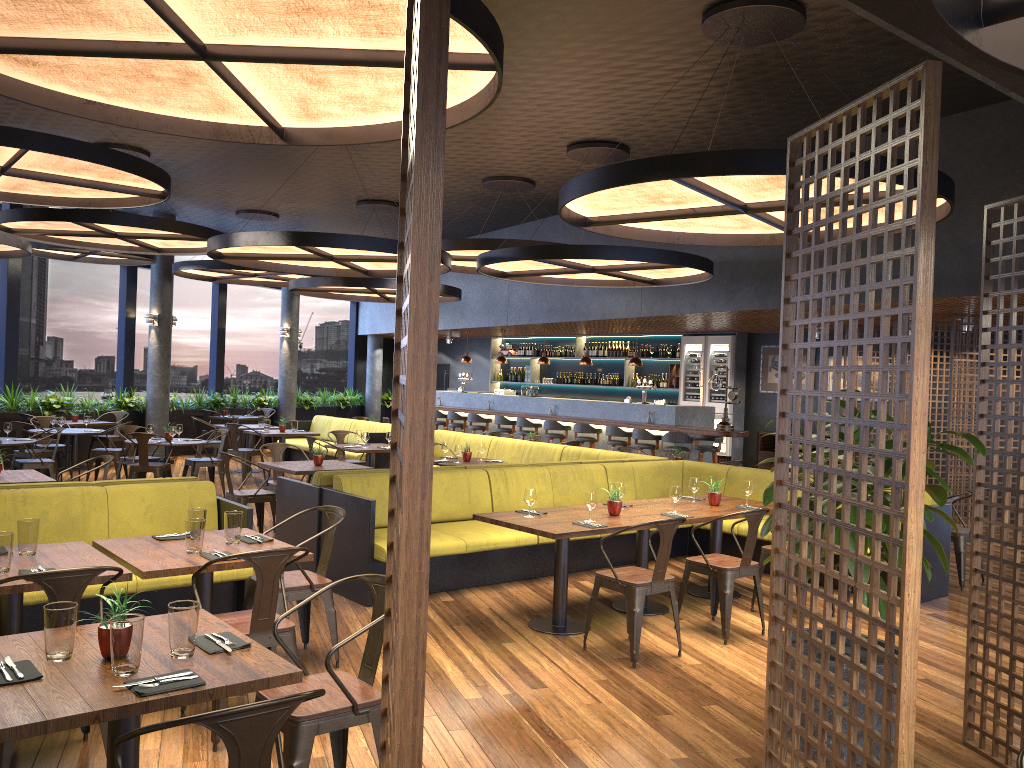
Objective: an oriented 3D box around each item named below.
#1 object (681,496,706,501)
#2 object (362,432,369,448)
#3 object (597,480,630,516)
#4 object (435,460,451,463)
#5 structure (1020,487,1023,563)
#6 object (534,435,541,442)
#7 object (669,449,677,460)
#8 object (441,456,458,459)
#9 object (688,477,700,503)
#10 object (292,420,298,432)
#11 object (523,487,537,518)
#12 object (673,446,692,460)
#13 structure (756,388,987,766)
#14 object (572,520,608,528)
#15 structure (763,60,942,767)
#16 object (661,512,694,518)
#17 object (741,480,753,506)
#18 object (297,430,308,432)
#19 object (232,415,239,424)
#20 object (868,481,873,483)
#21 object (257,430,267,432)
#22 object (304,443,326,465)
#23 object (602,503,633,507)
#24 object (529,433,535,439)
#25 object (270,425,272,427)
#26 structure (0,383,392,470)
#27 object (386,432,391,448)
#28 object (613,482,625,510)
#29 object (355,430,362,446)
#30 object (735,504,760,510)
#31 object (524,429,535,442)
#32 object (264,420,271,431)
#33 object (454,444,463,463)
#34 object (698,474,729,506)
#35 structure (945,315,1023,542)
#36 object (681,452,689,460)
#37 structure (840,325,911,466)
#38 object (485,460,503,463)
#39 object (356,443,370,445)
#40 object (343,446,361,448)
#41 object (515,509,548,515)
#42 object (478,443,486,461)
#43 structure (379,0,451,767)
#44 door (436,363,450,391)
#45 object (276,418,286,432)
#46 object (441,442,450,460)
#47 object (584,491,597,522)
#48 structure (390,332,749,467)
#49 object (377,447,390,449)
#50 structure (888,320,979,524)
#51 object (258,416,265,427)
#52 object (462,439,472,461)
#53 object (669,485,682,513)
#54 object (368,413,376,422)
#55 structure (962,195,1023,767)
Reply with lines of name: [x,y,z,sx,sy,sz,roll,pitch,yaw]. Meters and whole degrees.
object: [1.565,0.987,7.658,0.157,0.019,0.255,2,0,-39]
object: [-1.917,0.734,11.607,0.097,0.206,0.097,2,0,-39]
object: [0.767,0.834,6.581,0.238,0.271,0.260,2,0,-18]
object: [-0.784,0.881,10.137,0.255,0.019,0.157,2,0,-37]
structure: [6.044,0.564,9.480,1.319,2.700,0.050,2,0,-9]
object: [0.363,0.824,12.691,0.102,0.178,0.102,2,0,37]
object: [1.985,0.897,10.963,0.102,0.178,0.102,2,0,37]
object: [-0.737,0.880,10.610,0.157,0.019,0.255,2,0,-32]
object: [1.538,0.893,7.486,0.097,0.206,0.097,2,0,7]
object: [-3.448,0.671,14.070,0.102,0.178,0.102,2,0,17]
object: [0.128,0.847,6.340,0.097,0.206,0.097,2,0,7]
object: [2.000,0.853,10.726,0.260,0.271,0.238,2,0,-38]
structure: [1.702,0.905,4.315,0.993,1.763,1.166,2,0,21]
object: [0.518,0.958,6.078,0.157,0.019,0.255,2,0,-39]
structure: [1.087,0.421,2.959,0.050,2.700,0.852,2,0,-9]
object: [1.222,0.980,6.651,0.157,0.019,0.255,2,0,-39]
object: [1.962,0.909,7.395,0.097,0.206,0.097,2,0,7]
object: [-3.361,0.753,14.210,0.157,0.019,0.255,2,1,-40]
object: [-4.678,0.618,14.990,0.102,0.178,0.102,2,0,27]
object: [3.560,0.972,8.738,0.102,0.178,0.102,2,0,-33]
object: [-3.896,0.735,13.816,0.157,0.019,0.255,2,1,-40]
object: [-2.028,0.711,9.260,0.260,0.271,0.238,2,0,-4]
object: [0.860,0.964,7.085,0.157,0.019,0.255,2,0,-39]
object: [0.292,0.819,13.072,0.102,0.178,0.102,2,0,-3]
object: [-4.175,0.715,15.213,0.157,0.019,0.255,2,1,-40]
structure: [-6.411,0.683,17.410,0.808,1.413,17.112,2,0,26]
object: [-1.636,0.743,11.827,0.097,0.206,0.097,3,1,43]
object: [0.833,0.870,6.913,0.097,0.206,0.097,2,0,7]
object: [-2.060,0.727,11.918,0.097,0.206,0.097,3,1,43]
object: [1.927,1.003,7.224,0.157,0.019,0.255,2,0,-39]
object: [0.293,0.774,12.847,0.238,0.271,0.260,2,0,-18]
object: [-3.865,0.656,13.988,0.102,0.178,0.102,2,0,-33]
object: [-0.610,0.794,10.099,0.097,0.206,0.097,2,0,-1]
object: [1.678,0.864,7.322,0.238,0.271,0.260,2,0,-18]
structure: [5.854,0.548,10.669,1.319,2.700,0.050,2,0,-9]
object: [2.064,0.903,10.596,0.102,0.178,0.102,2,0,37]
structure: [5.474,0.518,13.046,1.319,2.700,0.050,2,0,-9]
object: [-0.235,0.900,10.383,0.255,0.019,0.157,2,0,-7]
object: [-2.032,0.821,12.090,0.157,0.019,0.255,2,0,-39]
object: [-2.092,0.821,11.639,0.255,0.019,0.157,2,0,-39]
object: [0.156,0.941,6.512,0.157,0.019,0.255,2,0,-39]
object: [-0.360,0.801,10.500,0.097,0.206,0.097,2,0,3]
structure: [-0.232,0.378,1.887,0.050,2.700,0.852,2,0,-9]
door: [-1.946,0.492,23.114,0.137,2.056,1.012,2,0,-39]
object: [-3.612,0.619,14.006,0.238,0.271,0.260,2,0,0]
object: [-0.783,0.785,10.443,0.097,0.206,0.097,2,0,-14]
object: [0.552,0.864,6.249,0.097,0.206,0.097,2,0,7]
structure: [1.268,0.332,17.013,2.700,2.700,9.298,2,0,-39]
object: [-1.670,0.837,11.656,0.157,0.019,0.255,2,0,-39]
structure: [5.664,0.533,11.857,1.319,2.700,0.050,2,0,-9]
object: [-4.262,0.633,15.072,0.102,0.178,0.102,2,0,27]
object: [-0.515,0.761,10.308,0.238,0.271,0.260,2,0,-18]
object: [1.257,0.887,6.822,0.097,0.206,0.097,2,0,7]
object: [-2.507,0.649,15.763,0.238,0.271,0.260,2,0,-34]
structure: [2.406,0.463,4.031,0.050,2.700,0.852,2,0,-9]
